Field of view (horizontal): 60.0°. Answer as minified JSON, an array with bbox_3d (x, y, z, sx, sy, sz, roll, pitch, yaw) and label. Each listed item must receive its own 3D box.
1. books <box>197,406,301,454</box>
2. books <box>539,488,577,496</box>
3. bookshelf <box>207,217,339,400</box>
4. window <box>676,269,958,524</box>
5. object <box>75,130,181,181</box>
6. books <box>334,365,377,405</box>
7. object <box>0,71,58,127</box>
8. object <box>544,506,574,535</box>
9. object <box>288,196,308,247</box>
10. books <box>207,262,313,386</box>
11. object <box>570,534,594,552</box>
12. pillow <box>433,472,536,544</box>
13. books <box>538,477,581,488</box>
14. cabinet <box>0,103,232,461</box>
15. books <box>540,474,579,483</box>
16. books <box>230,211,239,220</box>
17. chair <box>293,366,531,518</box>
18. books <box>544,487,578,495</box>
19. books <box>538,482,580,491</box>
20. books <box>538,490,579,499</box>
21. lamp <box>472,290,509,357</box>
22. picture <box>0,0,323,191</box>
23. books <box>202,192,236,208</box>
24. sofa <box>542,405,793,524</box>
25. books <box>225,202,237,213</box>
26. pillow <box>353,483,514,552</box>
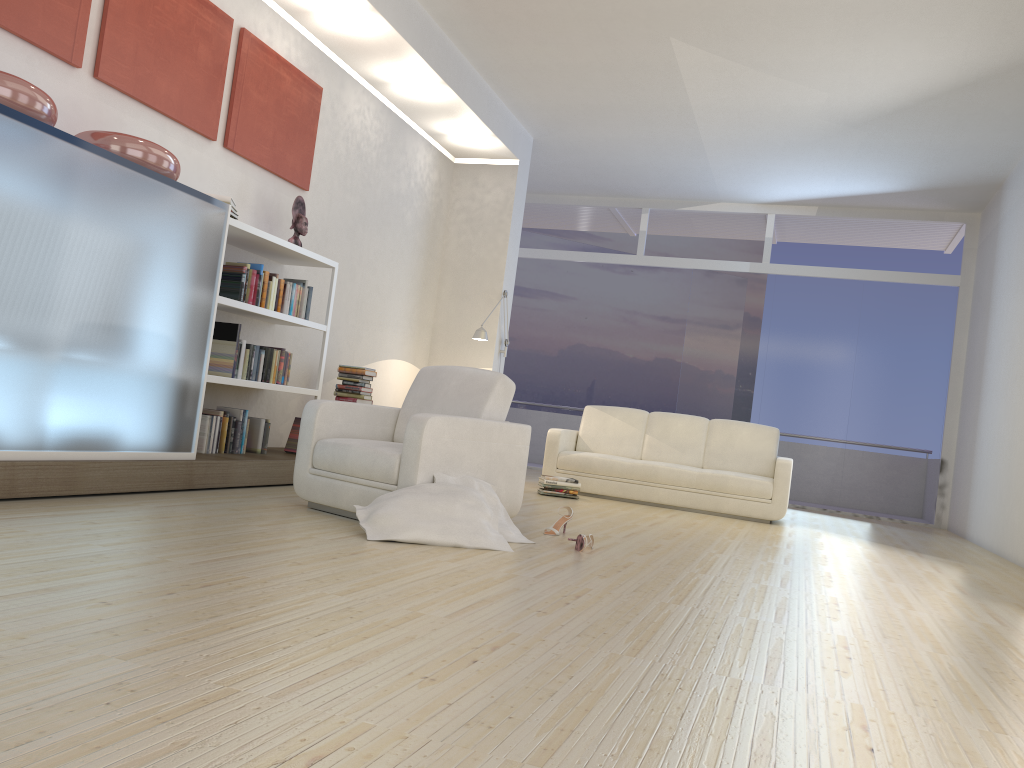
[{"bbox_3d":[-1.707,0.313,5.828,0.274,0.281,1.125,6,-3,25],"label":"books"},{"bbox_3d":[0.389,0.923,7.581,0.287,0.018,0.247,8,-2,-8],"label":"books"},{"bbox_3d":[-1.802,-0.270,5.684,0.465,1.396,1.599,7,-2,18],"label":"bookshelf"},{"bbox_3d":[3.485,0.073,10.488,2.988,2.706,0.012,7,-2,18],"label":"window"},{"bbox_3d":[-1.973,-1.146,4.526,0.534,0.206,0.546,9,-3,-35],"label":"object"},{"bbox_3d":[-1.264,0.211,7.093,0.329,0.694,0.270,7,-2,18],"label":"books"},{"bbox_3d":[-2.225,-1.210,3.766,0.534,0.206,0.546,7,-2,6],"label":"object"},{"bbox_3d":[0.259,0.757,4.933,0.089,0.149,0.265,6,-3,31],"label":"object"},{"bbox_3d":[-1.503,-1.120,6.232,0.133,0.409,0.138,8,-3,-25],"label":"object"},{"bbox_3d":[-1.644,-0.385,5.835,0.215,0.743,0.831,7,-2,18],"label":"books"},{"bbox_3d":[0.334,0.783,4.428,0.121,0.091,0.287,7,-2,17],"label":"object"},{"bbox_3d":[-0.187,0.601,4.300,0.615,0.315,0.312,10,-3,-44],"label":"pillow"},{"bbox_3d":[0.405,0.843,7.585,0.319,0.038,0.247,8,-2,-10],"label":"books"},{"bbox_3d":[-2.198,-0.385,4.117,0.689,1.396,1.670,7,-2,18],"label":"cabinet"},{"bbox_3d":[0.403,0.812,7.586,0.287,0.025,0.247,8,-2,-8],"label":"books"},{"bbox_3d":[-1.821,-1.041,5.309,0.287,0.025,0.247,7,-2,3],"label":"books"},{"bbox_3d":[-0.498,0.279,4.809,0.919,0.828,0.941,5,-3,38],"label":"chair"},{"bbox_3d":[0.416,0.906,7.582,0.287,0.025,0.247,7,-2,3],"label":"books"},{"bbox_3d":[0.401,0.876,7.584,0.328,0.027,0.247,8,-2,-6],"label":"books"},{"bbox_3d":[0.392,0.942,7.581,0.328,0.018,0.247,8,-2,-6],"label":"books"},{"bbox_3d":[-0.281,-0.052,8.728,0.204,1.841,0.891,7,-2,14],"label":"lamp"},{"bbox_3d":[-1.993,-1.975,5.175,0.030,0.794,3.227,7,-2,18],"label":"picture"},{"bbox_3d":[-1.832,-1.103,5.312,0.319,0.038,0.247,8,-2,-10],"label":"books"},{"bbox_3d":[1.467,0.690,8.225,2.166,0.862,0.941,7,-2,18],"label":"sofa"},{"bbox_3d":[-1.836,-1.071,5.311,0.328,0.027,0.247,8,-2,-6],"label":"books"},{"bbox_3d":[-0.352,0.604,4.059,0.712,0.287,0.299,8,-2,-19],"label":"pillow"}]
